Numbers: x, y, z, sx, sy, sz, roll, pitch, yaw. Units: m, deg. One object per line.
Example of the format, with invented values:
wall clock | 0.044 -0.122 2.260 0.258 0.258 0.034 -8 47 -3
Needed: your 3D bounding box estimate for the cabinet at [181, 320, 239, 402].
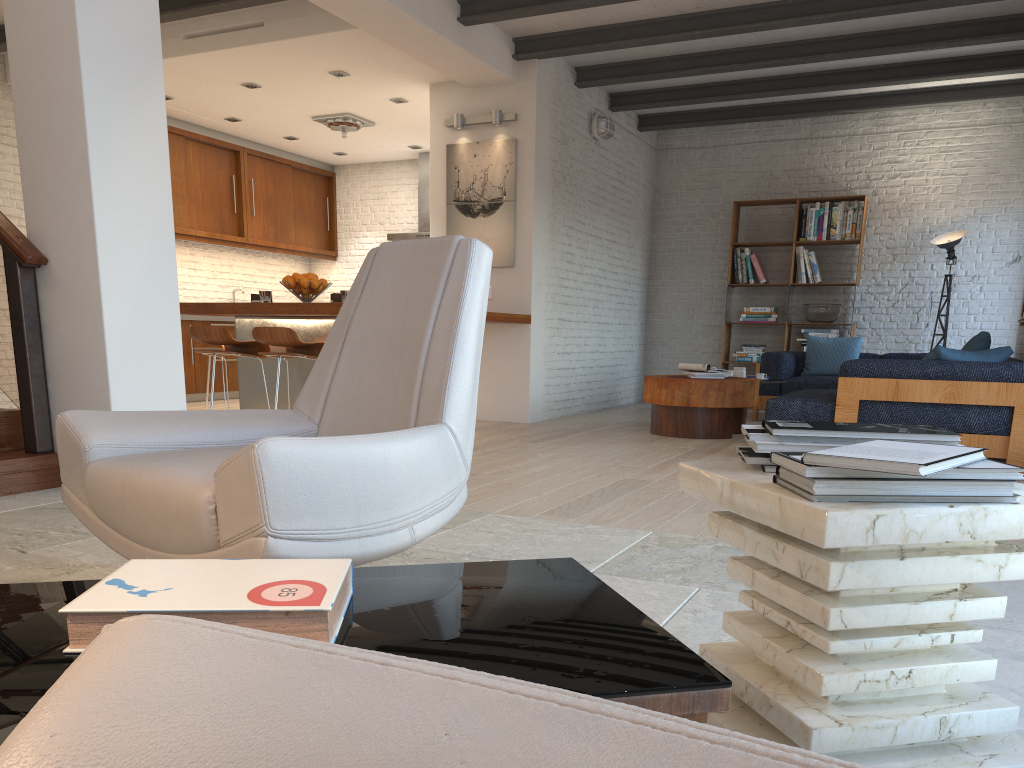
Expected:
cabinet | -1.899 -1.255 9.813 4.779 2.923 2.198 0 9 -10

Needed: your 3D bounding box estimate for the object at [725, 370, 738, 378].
object | 1.752 -0.082 7.045 0.146 0.057 0.171 2 4 15

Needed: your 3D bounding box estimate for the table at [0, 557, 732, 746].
table | -0.771 0.457 1.110 1.969 0.442 2.149 0 4 -14

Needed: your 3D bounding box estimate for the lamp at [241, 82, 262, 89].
lamp | -2.253 -2.598 7.536 0.123 0.057 0.121 3 5 25

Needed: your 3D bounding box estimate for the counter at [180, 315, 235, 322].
counter | -1.817 -0.696 9.500 3.500 0.072 3.266 3 3 25

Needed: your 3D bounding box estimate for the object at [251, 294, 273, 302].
object | -1.791 -0.602 6.238 0.114 0.084 0.092 4 8 25

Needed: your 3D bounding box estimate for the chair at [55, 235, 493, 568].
chair | -0.526 0.109 2.298 1.012 1.047 0.958 8 11 41

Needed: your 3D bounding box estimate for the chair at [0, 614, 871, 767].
chair | 0.085 0.238 0.106 0.982 1.029 0.998 2 8 10

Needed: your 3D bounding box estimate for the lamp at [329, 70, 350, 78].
lamp | -1.415 -2.561 7.148 0.123 0.057 0.121 3 5 25

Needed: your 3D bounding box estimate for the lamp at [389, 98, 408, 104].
lamp | -1.030 -2.597 7.932 0.123 0.057 0.121 3 5 25

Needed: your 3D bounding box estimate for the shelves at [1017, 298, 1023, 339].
shelves | 4.081 -1.065 6.614 0.190 1.471 0.749 7 13 26

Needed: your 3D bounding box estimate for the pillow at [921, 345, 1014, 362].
pillow | 2.697 -0.069 5.307 0.564 0.338 0.366 0 8 -14

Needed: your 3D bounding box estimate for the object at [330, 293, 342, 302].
object | -1.184 -0.575 5.952 0.094 0.084 0.111 -2 7 -19

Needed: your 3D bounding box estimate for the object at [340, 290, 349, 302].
object | -1.103 -0.580 5.830 0.090 0.087 0.089 8 10 40

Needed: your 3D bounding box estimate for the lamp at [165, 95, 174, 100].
lamp | -3.187 -2.638 7.967 0.123 0.057 0.121 3 5 25

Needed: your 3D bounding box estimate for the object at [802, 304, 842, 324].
object | 3.312 -0.747 9.327 0.399 0.207 0.393 -1 6 -23

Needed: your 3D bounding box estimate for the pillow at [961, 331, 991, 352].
pillow | 3.375 -0.169 6.432 0.253 0.428 1.187 6 6 25

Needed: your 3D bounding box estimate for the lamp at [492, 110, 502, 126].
lamp | -0.122 -2.179 7.131 0.079 0.107 0.078 -6 12 -36

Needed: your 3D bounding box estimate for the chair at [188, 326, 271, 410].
chair | -1.912 0.008 5.866 0.402 0.799 0.411 6 12 25

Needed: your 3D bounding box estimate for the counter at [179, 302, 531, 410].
counter | -1.142 -0.105 6.787 1.675 0.946 2.446 4 5 26

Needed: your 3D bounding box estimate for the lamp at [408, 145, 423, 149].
lamp | -1.097 -2.703 9.885 0.123 0.057 0.121 3 5 25

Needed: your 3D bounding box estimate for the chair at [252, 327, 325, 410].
chair | -1.427 0.029 5.642 0.402 0.799 0.411 6 12 25

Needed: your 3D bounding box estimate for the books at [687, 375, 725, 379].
books | 1.514 -0.056 6.836 0.252 0.011 0.310 1 3 5

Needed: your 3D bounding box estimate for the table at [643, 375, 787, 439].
table | 1.659 0.155 7.402 1.067 0.459 1.798 4 5 31

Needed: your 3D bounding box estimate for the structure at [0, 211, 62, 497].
structure | -2.226 -1.652 4.410 10.090 4.262 13.575 3 5 26

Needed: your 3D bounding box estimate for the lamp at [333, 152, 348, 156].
lamp | -2.032 -2.743 10.317 0.123 0.057 0.121 3 5 25

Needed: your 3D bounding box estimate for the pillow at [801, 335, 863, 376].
pillow | 3.141 -0.272 8.551 0.552 0.422 0.217 4 11 24

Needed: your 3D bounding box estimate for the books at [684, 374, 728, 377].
books | 1.519 -0.068 6.848 0.252 0.011 0.310 1 3 -5

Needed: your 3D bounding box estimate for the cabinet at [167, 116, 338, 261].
cabinet | -3.175 -2.129 9.819 0.458 1.195 3.274 7 6 26

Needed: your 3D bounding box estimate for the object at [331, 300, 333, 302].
object | -1.086 -0.545 5.866 0.392 0.036 0.194 3 4 29

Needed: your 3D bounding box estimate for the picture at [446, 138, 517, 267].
picture | -0.269 -1.516 7.408 0.650 1.047 0.019 6 14 24

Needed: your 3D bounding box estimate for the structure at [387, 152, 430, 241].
structure | -0.943 -2.204 10.308 0.979 1.024 0.445 5 12 25

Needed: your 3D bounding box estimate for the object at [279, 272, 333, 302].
object | -1.428 -0.657 6.055 0.366 0.228 0.353 0 6 -9

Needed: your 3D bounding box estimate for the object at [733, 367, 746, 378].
object | 1.904 -0.084 7.302 0.106 0.111 0.106 8 11 41

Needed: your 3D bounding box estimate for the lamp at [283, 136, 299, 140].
lamp | -2.417 -2.708 9.535 0.123 0.057 0.121 3 5 25

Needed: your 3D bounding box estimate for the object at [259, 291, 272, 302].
object | -1.725 -0.607 6.105 0.091 0.087 0.089 4 9 22

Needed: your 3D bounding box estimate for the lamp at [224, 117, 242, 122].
lamp | -2.802 -2.673 8.751 0.123 0.057 0.121 3 5 25

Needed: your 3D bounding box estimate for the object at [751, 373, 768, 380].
object | 2.103 -0.060 7.417 0.154 0.059 0.264 2 4 18

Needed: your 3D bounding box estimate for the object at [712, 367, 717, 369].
object | 1.923 -0.107 7.886 0.192 0.094 0.183 -3 7 -39

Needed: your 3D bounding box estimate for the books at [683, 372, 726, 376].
books | 1.506 -0.078 6.833 0.252 0.011 0.310 1 3 -5

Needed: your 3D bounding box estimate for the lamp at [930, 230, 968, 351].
lamp | 4.327 -0.562 8.474 0.506 1.902 0.838 1 11 -2

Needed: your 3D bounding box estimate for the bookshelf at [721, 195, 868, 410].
bookshelf | 3.008 -0.820 9.417 1.308 2.271 0.355 6 14 24

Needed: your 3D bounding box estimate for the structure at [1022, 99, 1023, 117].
structure | 3.925 -2.157 6.452 0.199 0.226 0.798 5 5 26

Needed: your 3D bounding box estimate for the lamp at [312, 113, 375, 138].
lamp | -1.682 -2.551 8.727 0.447 0.175 0.441 3 5 25

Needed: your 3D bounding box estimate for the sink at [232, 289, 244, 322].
sink | -2.955 -0.895 10.399 0.513 0.441 0.840 5 6 26

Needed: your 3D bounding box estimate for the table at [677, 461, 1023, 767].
table | 0.622 0.421 1.590 0.494 0.520 0.481 -1 9 -14

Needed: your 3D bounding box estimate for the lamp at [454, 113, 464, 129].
lamp | -0.442 -2.193 7.279 0.079 0.107 0.078 -6 12 -36

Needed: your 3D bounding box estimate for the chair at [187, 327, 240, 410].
chair | -2.184 -0.035 6.572 0.419 0.799 0.394 6 12 25
